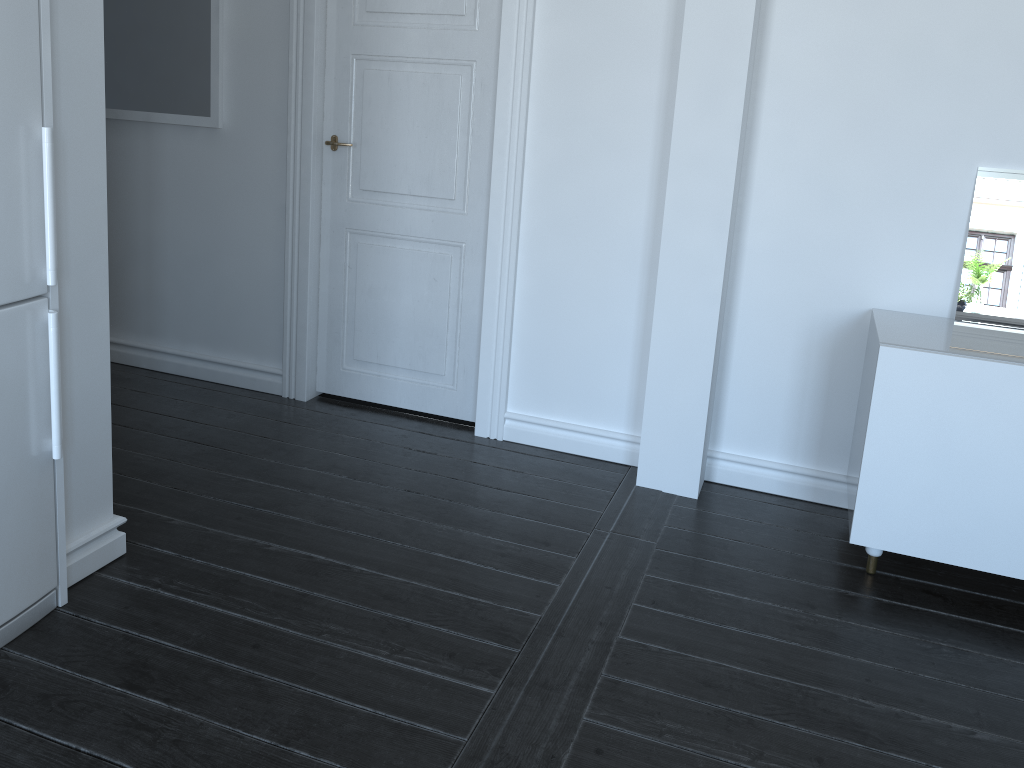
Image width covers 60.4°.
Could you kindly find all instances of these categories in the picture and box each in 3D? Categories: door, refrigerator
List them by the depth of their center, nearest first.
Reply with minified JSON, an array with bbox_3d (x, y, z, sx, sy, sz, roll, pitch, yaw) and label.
[{"bbox_3d":[-1.461,-0.265,1.893,0.685,1.760,0.587,8,13,18],"label":"refrigerator"},{"bbox_3d":[-0.423,-1.054,3.539,1.047,2.417,0.118,8,12,19],"label":"door"}]

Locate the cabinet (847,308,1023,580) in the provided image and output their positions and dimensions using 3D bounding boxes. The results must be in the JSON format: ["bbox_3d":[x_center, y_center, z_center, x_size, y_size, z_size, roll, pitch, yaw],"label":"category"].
[{"bbox_3d":[1.672,0.270,2.622,1.207,0.718,0.602,9,15,18],"label":"cabinet"}]

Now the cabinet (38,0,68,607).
[{"bbox_3d":[-2.107,-0.151,0.461,0.785,2.311,3.869,9,16,21],"label":"cabinet"}]

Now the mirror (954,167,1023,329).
[{"bbox_3d":[1.811,-0.399,2.766,0.699,0.491,0.055,9,12,19],"label":"mirror"}]
